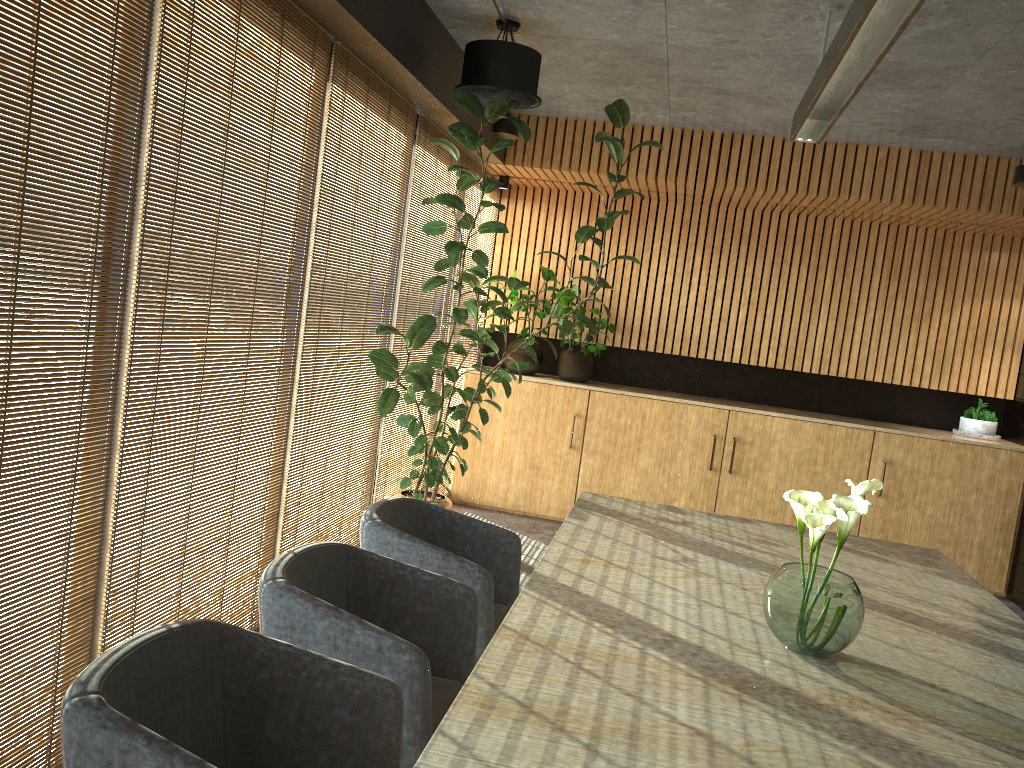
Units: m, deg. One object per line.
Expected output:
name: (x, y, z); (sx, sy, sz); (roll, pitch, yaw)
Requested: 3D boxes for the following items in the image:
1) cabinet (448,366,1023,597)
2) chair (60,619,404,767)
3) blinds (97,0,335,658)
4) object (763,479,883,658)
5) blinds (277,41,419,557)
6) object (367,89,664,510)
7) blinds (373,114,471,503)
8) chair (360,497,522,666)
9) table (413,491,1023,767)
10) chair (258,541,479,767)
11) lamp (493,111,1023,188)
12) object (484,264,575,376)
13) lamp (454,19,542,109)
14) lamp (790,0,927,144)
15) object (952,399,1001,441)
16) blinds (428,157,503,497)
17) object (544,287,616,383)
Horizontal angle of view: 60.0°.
cabinet: (1.899, 0.800, 8.220); (4.954, 1.272, 1.006); (8, 5, 10)
chair: (-0.644, 1.122, 2.096); (0.761, 0.944, 0.706); (8, 5, 10)
blinds: (-1.224, -0.188, 3.831); (0.039, 3.038, 1.422); (8, 5, 10)
object: (0.939, 0.542, 2.705); (0.295, 0.546, 0.322); (9, 5, 20)
blinds: (-0.954, -0.268, 5.272); (0.039, 3.038, 1.422); (8, 5, 10)
object: (-0.336, -0.335, 6.128); (1.875, 3.266, 1.958); (3, 6, -41)
blinds: (-0.679, -0.349, 6.738); (0.039, 3.038, 1.422); (8, 5, 10)
chair: (-0.313, 1.025, 3.861); (0.761, 0.944, 0.706); (8, 5, 10)
table: (0.844, 1.272, 2.741); (1.816, 0.927, 3.932); (8, 5, 10)
chair: (-0.478, 1.074, 2.978); (0.761, 0.944, 0.706); (8, 5, 10)
lamp: (1.854, -1.848, 6.716); (4.179, 0.294, 0.257); (8, 5, 10)
object: (0.108, -0.622, 8.388); (0.640, 1.054, 0.666); (4, 6, -38)
lamp: (-0.056, -1.886, 5.180); (0.513, 0.497, 0.513); (6, 5, -19)
lamp: (1.168, -1.430, 2.544); (0.151, 0.618, 4.009); (8, 5, 10)
object: (4.134, 0.303, 7.846); (0.384, 0.347, 0.384); (10, 5, 33)
blinds: (-0.409, -0.429, 8.178); (0.039, 3.038, 1.422); (8, 5, 10)
object: (0.594, -0.463, 8.291); (0.679, 0.880, 0.512); (8, 5, 14)
